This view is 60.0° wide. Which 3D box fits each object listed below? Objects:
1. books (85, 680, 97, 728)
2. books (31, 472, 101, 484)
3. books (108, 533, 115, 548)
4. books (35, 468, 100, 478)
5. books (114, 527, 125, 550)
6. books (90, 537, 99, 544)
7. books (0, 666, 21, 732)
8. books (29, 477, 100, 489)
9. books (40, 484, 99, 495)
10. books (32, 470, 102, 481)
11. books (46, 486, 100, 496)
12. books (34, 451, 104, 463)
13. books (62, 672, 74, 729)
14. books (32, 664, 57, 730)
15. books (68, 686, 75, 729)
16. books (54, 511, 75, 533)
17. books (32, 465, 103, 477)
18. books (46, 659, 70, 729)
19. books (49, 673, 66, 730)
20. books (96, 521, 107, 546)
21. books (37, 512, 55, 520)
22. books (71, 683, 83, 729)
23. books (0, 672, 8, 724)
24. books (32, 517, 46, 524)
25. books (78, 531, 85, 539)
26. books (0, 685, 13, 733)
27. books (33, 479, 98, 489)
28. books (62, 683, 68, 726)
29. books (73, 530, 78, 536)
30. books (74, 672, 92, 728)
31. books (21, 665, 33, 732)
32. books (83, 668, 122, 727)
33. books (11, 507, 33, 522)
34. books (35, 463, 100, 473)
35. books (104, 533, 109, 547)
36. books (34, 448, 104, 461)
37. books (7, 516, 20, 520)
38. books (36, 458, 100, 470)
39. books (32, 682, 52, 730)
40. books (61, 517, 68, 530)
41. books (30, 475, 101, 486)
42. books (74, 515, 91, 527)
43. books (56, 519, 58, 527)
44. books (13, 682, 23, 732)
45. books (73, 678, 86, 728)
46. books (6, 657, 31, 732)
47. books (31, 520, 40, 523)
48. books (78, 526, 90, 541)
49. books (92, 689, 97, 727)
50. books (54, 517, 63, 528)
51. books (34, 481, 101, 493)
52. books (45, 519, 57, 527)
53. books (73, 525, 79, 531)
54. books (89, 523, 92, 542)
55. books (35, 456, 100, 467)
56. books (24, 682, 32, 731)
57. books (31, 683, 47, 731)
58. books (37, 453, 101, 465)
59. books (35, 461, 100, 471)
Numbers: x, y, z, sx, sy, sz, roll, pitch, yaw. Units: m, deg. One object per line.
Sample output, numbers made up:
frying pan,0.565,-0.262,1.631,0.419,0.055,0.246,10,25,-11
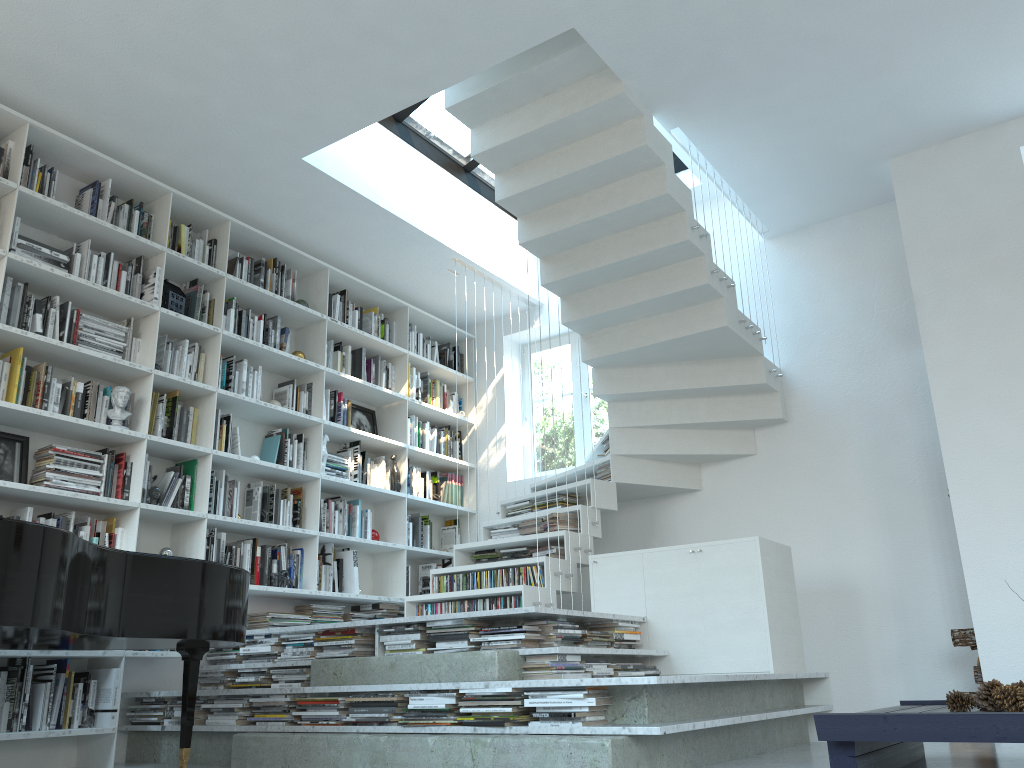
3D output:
books,-2.106,1.564,4.336,0.191,0.217,0.029,-14,-22,32
books,-2.269,0.490,4.512,0.159,0.012,0.285,-15,-23,34
books,-2.113,0.886,4.579,0.166,0.215,0.011,-14,-21,32
books,-2.265,0.466,4.516,0.161,0.012,0.255,-12,-21,27
books,-2.090,0.880,4.607,0.176,0.245,0.033,-14,-21,32
books,-2.165,0.878,4.497,0.169,0.182,0.023,-14,-22,32
books,-2.319,1.441,4.058,0.185,0.284,0.013,-14,-21,32
books,-2.273,0.513,4.507,0.159,0.012,0.286,-14,-22,32
books,-2.270,0.546,4.495,0.159,0.012,0.286,-13,-22,31
books,-2.264,0.477,4.512,0.160,0.012,0.285,-16,-23,36
books,-2.262,0.556,4.486,0.159,0.012,0.286,-12,-21,27
books,-2.272,0.386,4.545,0.159,0.012,0.285,-15,-23,34
books,-2.169,1.519,4.259,0.171,0.257,0.011,-14,-21,32
books,-2.222,1.478,4.187,0.184,0.291,0.011,-14,-21,32
books,-2.167,1.557,4.268,0.155,0.190,0.024,-14,-22,32
books,-2.247,0.793,4.416,0.178,0.295,0.012,-14,-21,32
books,-2.264,0.454,4.519,0.160,0.012,0.285,-16,-23,36
books,-2.185,1.479,4.232,0.186,0.316,0.013,-14,-21,32
books,-2.197,1.502,4.197,0.187,0.250,0.044,-14,-22,32
books,-2.156,0.847,4.545,0.175,0.271,0.026,-14,-21,32
books,-2.310,0.781,4.360,0.135,0.285,0.014,-13,-21,32
books,-2.145,1.554,4.283,0.191,0.204,0.022,-14,-22,32
books,-2.356,1.444,4.027,0.132,0.260,0.029,-13,-21,32
books,-2.338,0.786,4.320,0.136,0.253,0.025,-14,-21,32
books,-2.211,0.850,4.444,0.167,0.203,0.024,-14,-22,32
books,-2.339,1.478,4.038,0.144,0.203,0.024,-14,-21,32
books,-2.263,0.522,4.497,0.161,0.012,0.255,-12,-21,27
books,-2.192,1.526,4.249,0.140,0.238,0.028,-14,-21,32
books,-2.233,0.840,4.416,0.183,0.206,0.024,-14,-22,32
books,-2.123,1.542,4.328,0.176,0.255,0.013,-14,-21,32
books,-2.288,1.451,4.096,0.185,0.287,0.014,-14,-21,32
books,-2.029,1.542,4.358,0.277,0.268,0.038,-14,-22,32
books,-2.370,0.745,4.254,0.152,0.290,0.026,-14,-21,32
books,-2.269,0.444,4.526,0.161,0.012,0.254,-15,-23,35
books,-2.127,0.882,4.557,0.169,0.211,0.043,-14,-22,32
books,-2.267,0.374,4.545,0.159,0.012,0.286,-12,-21,27
books,-2.396,0.752,4.189,0.166,0.237,0.029,-14,-21,32
books,-2.268,0.420,4.532,0.161,0.012,0.254,-12,-21,28
books,-2.231,1.512,4.158,0.170,0.209,0.029,-14,-22,32
books,-2.266,0.797,4.377,0.161,0.263,0.028,-14,-21,32
books,-2.271,0.502,4.509,0.159,0.012,0.286,-14,-22,33
books,-2.198,0.821,4.498,0.137,0.292,0.014,-13,-21,32
books,-2.297,0.800,4.361,0.158,0.251,0.011,-14,-21,32
books,-2.311,1.481,4.063,0.167,0.212,0.022,-14,-22,32
books,-2.141,1.552,4.312,0.162,0.227,0.028,-14,-21,32
books,-2.296,1.425,4.091,0.183,0.334,0.014,-14,-21,32
books,-2.341,0.784,4.288,0.159,0.236,0.031,-14,-21,32
books,-2.198,0.842,4.467,0.175,0.233,0.023,-14,-21,32
books,-2.101,1.590,4.357,0.149,0.181,0.023,-14,-22,32
books,-2.282,0.795,4.365,0.181,0.260,0.010,-14,-21,32
books,-2.262,0.533,4.493,0.160,0.012,0.285,-16,-23,36
books,-2.301,0.791,4.325,0.191,0.244,0.026,-14,-22,32
books,-2.232,0.833,4.441,0.154,0.234,0.014,-14,-21,32
books,-2.196,0.844,4.507,0.145,0.255,0.014,-14,-21,32
books,-2.270,0.409,4.537,0.161,0.012,0.254,-12,-21,29
books,-2.279,1.505,4.137,0.129,0.211,0.040,-14,-21,32
books,-2.238,1.508,4.139,0.180,0.205,0.010,-14,-22,32
books,-2.268,0.397,4.539,0.161,0.012,0.254,-12,-21,28
books,-2.269,0.432,4.529,0.161,0.012,0.254,-12,-21,29
